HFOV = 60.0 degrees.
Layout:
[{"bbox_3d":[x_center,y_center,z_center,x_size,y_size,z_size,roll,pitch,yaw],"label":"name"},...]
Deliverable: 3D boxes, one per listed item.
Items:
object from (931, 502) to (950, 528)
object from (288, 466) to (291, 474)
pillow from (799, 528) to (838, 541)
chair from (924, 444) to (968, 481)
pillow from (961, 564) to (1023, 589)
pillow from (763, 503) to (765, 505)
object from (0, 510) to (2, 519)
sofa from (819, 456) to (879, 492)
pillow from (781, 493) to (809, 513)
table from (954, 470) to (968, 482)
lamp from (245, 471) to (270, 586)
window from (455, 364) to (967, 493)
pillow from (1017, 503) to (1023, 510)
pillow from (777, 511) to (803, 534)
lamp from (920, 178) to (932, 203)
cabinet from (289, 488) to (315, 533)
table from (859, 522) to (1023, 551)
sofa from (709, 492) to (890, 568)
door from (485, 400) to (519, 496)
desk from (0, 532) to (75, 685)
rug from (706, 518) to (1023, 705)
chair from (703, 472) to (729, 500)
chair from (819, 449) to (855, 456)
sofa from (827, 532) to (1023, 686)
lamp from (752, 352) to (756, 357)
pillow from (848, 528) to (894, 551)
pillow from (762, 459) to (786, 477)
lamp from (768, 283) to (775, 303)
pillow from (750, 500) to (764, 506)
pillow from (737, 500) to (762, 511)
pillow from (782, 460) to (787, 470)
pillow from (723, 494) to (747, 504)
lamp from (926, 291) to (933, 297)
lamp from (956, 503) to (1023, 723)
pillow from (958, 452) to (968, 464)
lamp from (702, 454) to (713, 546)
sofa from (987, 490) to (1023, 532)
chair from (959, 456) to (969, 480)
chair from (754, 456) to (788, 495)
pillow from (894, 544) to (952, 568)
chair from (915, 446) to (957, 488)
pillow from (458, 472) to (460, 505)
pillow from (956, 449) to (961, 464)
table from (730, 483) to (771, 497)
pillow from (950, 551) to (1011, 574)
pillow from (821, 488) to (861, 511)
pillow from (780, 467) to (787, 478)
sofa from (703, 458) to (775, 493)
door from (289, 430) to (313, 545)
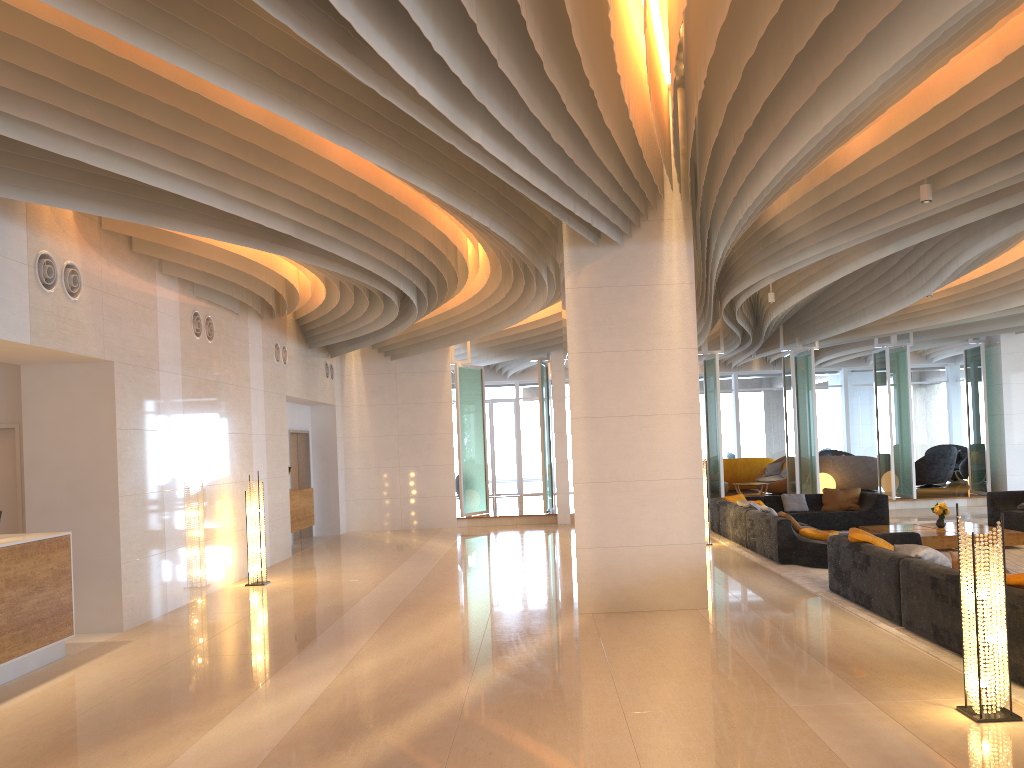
[{"bbox_3d":[6.089,1.852,12.595,0.233,0.376,0.270,-3,-2,33],"label":"object"},{"bbox_3d":[-3.776,1.528,14.660,0.267,0.496,0.235,-2,-1,-12],"label":"object"},{"bbox_3d":[3.871,1.885,11.177,0.404,0.135,0.423,-5,-4,34],"label":"pillow"},{"bbox_3d":[12.186,2.160,24.450,1.507,1.004,1.146,-3,-3,13],"label":"chair"},{"bbox_3d":[3.453,1.416,5.980,0.553,0.377,0.632,-1,-3,-21],"label":"pillow"},{"bbox_3d":[3.845,1.981,13.791,0.335,0.318,0.406,-1,-3,-31],"label":"pillow"},{"bbox_3d":[-4.176,1.227,6.974,0.354,0.434,0.537,-2,-3,1],"label":"object"},{"bbox_3d":[8.086,2.179,21.612,1.128,0.900,2.524,0,-4,-39],"label":"sofa"},{"bbox_3d":[4.845,2.037,15.202,0.407,0.312,0.323,-2,-2,3],"label":"pillow"},{"bbox_3d":[12.230,2.429,23.404,1.075,0.318,0.823,-3,-4,7],"label":"table"},{"bbox_3d":[-3.275,1.835,11.330,0.250,1.449,0.250,-2,-1,1],"label":"lamp"},{"bbox_3d":[10.031,0.056,9.673,22.497,3.216,53.716,0,-5,-33],"label":"window"},{"bbox_3d":[8.239,1.769,13.746,0.553,0.377,0.632,-1,-3,-21],"label":"pillow"},{"bbox_3d":[3.640,1.813,11.489,0.328,0.311,0.425,-2,-3,3],"label":"pillow"},{"bbox_3d":[3.381,-2.249,7.306,0.089,1.504,0.089,-2,-1,-8],"label":"lamp"},{"bbox_3d":[-3.827,2.136,15.025,0.559,0.661,1.514,-2,-3,1],"label":"cabinet"},{"bbox_3d":[5.957,2.145,12.443,1.600,0.219,1.604,-2,-4,1],"label":"table"},{"bbox_3d":[4.768,2.014,13.010,2.824,0.652,5.100,-2,-4,1],"label":"sofa"},{"bbox_3d":[-0.565,1.875,25.774,1.459,2.768,0.060,-2,-1,0],"label":"door"},{"bbox_3d":[-4.320,1.582,4.289,0.897,1.048,6.685,-2,-4,2],"label":"desk"},{"bbox_3d":[5.813,1.924,7.607,5.510,0.022,16.256,-2,-4,1],"label":"rug"},{"bbox_3d":[4.565,2.235,21.133,1.131,1.004,1.528,-3,-3,9],"label":"chair"},{"bbox_3d":[8.830,2.231,23.524,1.532,1.004,1.128,-1,-3,-17],"label":"chair"},{"bbox_3d":[3.636,1.691,7.270,0.941,0.581,3.785,-2,-4,2],"label":"sofa"},{"bbox_3d":[5.660,-1.389,20.841,0.088,1.504,0.089,-2,-1,10],"label":"lamp"},{"bbox_3d":[3.534,1.595,8.563,0.541,0.377,0.647,-4,-3,23],"label":"pillow"},{"bbox_3d":[6.529,2.098,22.043,0.480,0.454,0.612,0,-3,-38],"label":"pillow"},{"bbox_3d":[3.622,-1.895,12.485,0.090,1.504,0.087,-2,-1,-44],"label":"lamp"},{"bbox_3d":[3.768,1.945,13.634,0.329,0.334,0.417,-1,-3,-33],"label":"pillow"},{"bbox_3d":[3.714,1.931,13.296,0.547,0.376,0.651,-2,-3,-4],"label":"pillow"},{"bbox_3d":[6.840,2.050,21.795,0.376,0.422,0.600,-1,-3,-21],"label":"pillow"},{"bbox_3d":[3.869,2.053,15.191,0.414,0.316,0.337,-1,-3,-27],"label":"pillow"},{"bbox_3d":[5.846,-1.984,12.493,0.090,1.504,0.087,-2,-1,-44],"label":"lamp"},{"bbox_3d":[2.675,1.277,5.028,0.250,1.197,0.250,-2,-1,1],"label":"lamp"},{"bbox_3d":[12.537,2.051,24.422,0.497,0.408,0.470,-4,-3,28],"label":"pillow"},{"bbox_3d":[2.906,1.747,13.643,0.250,1.449,0.250,-2,-1,1],"label":"lamp"},{"bbox_3d":[8.072,1.877,12.452,0.941,0.581,3.785,-2,-4,2],"label":"sofa"},{"bbox_3d":[12.110,2.019,22.406,1.515,1.004,1.140,-2,-3,3],"label":"chair"},{"bbox_3d":[6.603,2.194,21.723,1.143,1.004,1.511,-2,-3,-11],"label":"chair"},{"bbox_3d":[3.581,1.588,7.663,0.420,0.376,0.588,-2,-3,3],"label":"pillow"},{"bbox_3d":[10.385,2.063,22.029,1.538,1.004,1.123,-1,-3,-27],"label":"chair"},{"bbox_3d":[-1.695,2.403,19.925,1.519,1.004,1.137,-2,-3,-2],"label":"pillow"},{"bbox_3d":[12.227,2.037,24.700,0.604,0.422,0.373,-2,-2,4],"label":"pillow"},{"bbox_3d":[5.704,2.536,21.183,0.826,0.318,1.072,-1,-4,-17],"label":"table"},{"bbox_3d":[3.547,1.478,6.623,0.443,0.409,0.603,-2,-3,3],"label":"pillow"},{"bbox_3d":[5.650,1.977,15.221,0.631,0.377,0.554,-4,-3,23],"label":"pillow"},{"bbox_3d":[6.711,2.073,21.389,0.463,0.408,0.505,-2,-3,3],"label":"pillow"},{"bbox_3d":[5.647,2.382,23.101,2.576,0.900,1.106,-2,-3,-10],"label":"sofa"},{"bbox_3d":[-4.117,1.932,16.852,0.246,2.098,1.407,-2,-2,2],"label":"door"}]
